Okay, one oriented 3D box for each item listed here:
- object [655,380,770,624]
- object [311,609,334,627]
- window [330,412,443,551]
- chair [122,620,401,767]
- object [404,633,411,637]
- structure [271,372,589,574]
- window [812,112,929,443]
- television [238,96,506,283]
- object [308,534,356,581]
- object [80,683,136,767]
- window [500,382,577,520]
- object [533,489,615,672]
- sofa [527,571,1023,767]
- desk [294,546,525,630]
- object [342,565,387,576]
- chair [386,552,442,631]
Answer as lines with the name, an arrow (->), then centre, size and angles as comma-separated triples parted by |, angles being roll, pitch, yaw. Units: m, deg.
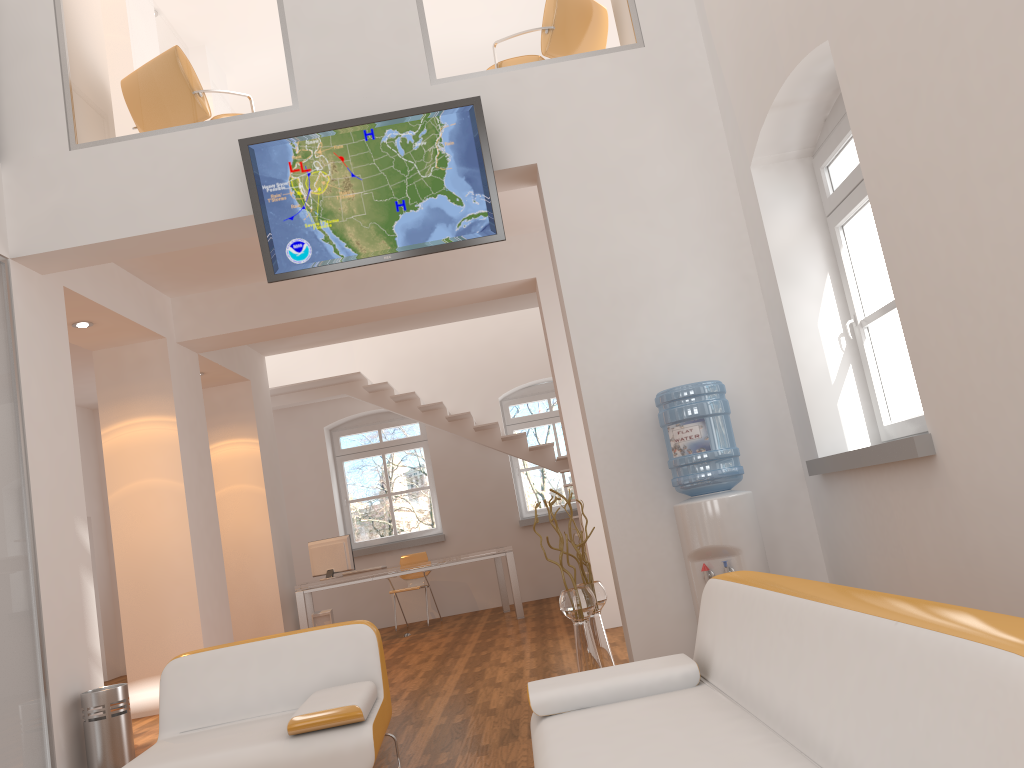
object -> 1.074, 0.743, 4.618 | 0.436, 1.490, 0.436 | -8, -9, -15
object -> -2.022, 2.674, 9.589 | 0.200, 0.422, 0.474 | -9, -9, -10
window -> -1.655, 1.241, 11.701 | 1.308, 1.737, 0.142 | -10, -9, 0
chair -> -0.960, 1.348, 3.441 | 0.923, 0.661, 0.825 | -10, -9, -5
object -> -1.128, 2.703, 9.547 | 0.054, 0.035, 0.115 | -12, -9, 10
structure -> -0.650, 1.077, 9.601 | 4.630, 3.042, 3.450 | -10, -9, 0
window -> 1.776, -0.557, 4.095 | 0.142, 1.627, 1.302 | -10, -9, 0
television -> -0.790, -1.105, 5.067 | 1.388, 0.803, 0.266 | -10, -9, 0
object -> -1.950, 1.850, 9.392 | 0.516, 0.418, 0.245 | -15, -10, 29
object -> -2.298, 1.963, 5.048 | 0.248, 0.450, 0.248 | -1, -13, -46
window -> 0.601, 0.830, 11.709 | 1.308, 1.737, 0.142 | -10, -9, 0
object -> 0.404, 1.142, 5.119 | 0.284, 1.112, 0.655 | -14, -10, 21
sofa -> 0.458, 0.861, 2.022 | 0.825, 0.661, 2.010 | -10, -9, -2
desk -> -1.103, 2.321, 9.546 | 2.239, 0.750, 1.092 | -9, -9, -10
object -> -1.626, 2.052, 9.778 | 0.467, 0.031, 0.200 | -12, -9, 10
chair -> -1.180, 2.439, 10.492 | 0.495, 0.829, 0.464 | -13, -9, 15
